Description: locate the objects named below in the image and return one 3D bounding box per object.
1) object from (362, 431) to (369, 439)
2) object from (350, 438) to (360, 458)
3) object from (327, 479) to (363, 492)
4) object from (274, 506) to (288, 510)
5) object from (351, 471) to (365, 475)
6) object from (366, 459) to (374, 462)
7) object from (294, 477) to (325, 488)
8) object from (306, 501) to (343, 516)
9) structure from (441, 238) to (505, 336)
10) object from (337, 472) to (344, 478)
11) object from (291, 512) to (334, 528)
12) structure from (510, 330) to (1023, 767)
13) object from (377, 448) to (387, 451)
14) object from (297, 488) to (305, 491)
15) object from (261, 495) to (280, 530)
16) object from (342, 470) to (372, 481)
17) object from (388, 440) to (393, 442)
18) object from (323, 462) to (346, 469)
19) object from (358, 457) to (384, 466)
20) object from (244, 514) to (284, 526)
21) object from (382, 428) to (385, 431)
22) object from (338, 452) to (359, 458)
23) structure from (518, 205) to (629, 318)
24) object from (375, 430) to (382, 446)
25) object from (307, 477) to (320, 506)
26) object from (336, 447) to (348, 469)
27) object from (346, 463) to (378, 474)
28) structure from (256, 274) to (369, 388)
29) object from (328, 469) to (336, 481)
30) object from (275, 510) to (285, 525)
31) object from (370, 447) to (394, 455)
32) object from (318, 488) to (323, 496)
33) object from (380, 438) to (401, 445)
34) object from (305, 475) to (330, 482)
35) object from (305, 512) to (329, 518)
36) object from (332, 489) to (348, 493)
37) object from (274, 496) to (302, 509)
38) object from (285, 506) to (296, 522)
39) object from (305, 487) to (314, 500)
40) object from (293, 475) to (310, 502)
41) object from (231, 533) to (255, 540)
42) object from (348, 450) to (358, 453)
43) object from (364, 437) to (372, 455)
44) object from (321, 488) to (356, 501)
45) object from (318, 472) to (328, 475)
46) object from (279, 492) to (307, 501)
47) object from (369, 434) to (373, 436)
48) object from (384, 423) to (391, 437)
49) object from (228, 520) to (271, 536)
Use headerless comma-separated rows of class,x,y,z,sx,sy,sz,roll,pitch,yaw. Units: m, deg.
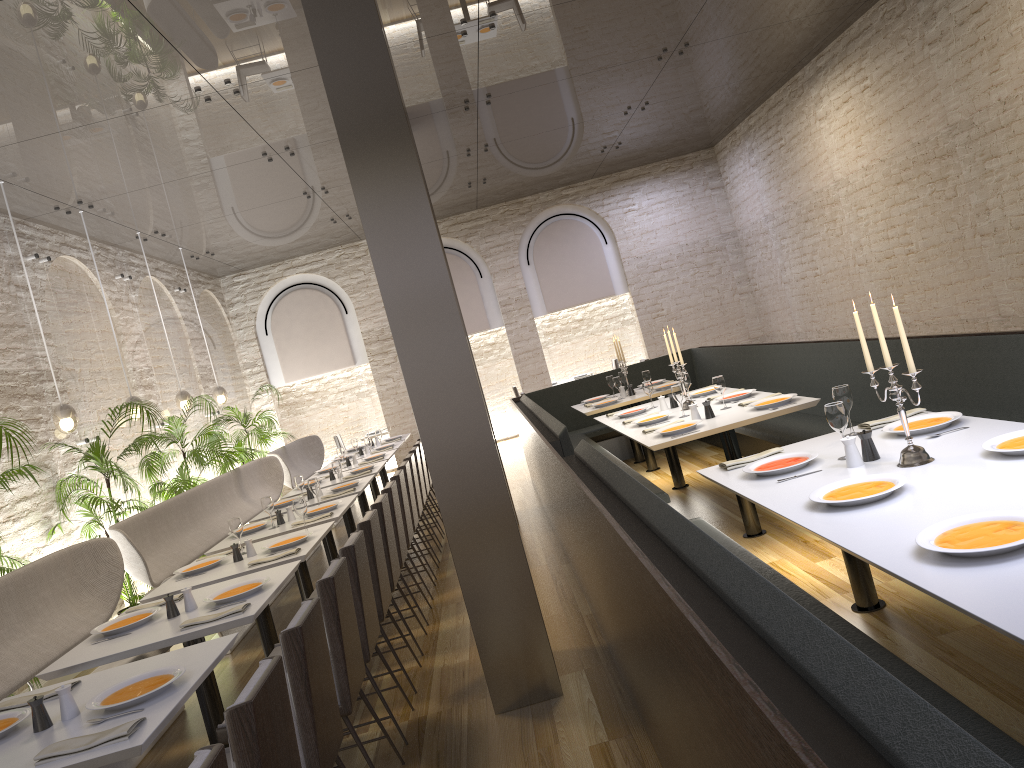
object,-1.963,0.750,11.998,0.086,0.231,0.086,-15,0,28
object,-1.917,0.783,10.872,0.086,0.231,0.086,-15,0,28
object,-1.447,0.889,7.676,0.323,0.036,0.320,-16,2,-24
object,-1.959,1.048,7.472,0.185,0.010,0.017,-15,2,-2
object,-1.490,0.869,8.663,0.181,0.015,0.038,-15,2,-1
object,-1.536,0.835,9.781,0.181,0.015,0.038,-15,2,-1
object,-2.013,0.996,8.826,0.323,0.036,0.320,-16,2,-24
object,-1.399,0.924,6.516,0.323,0.036,0.320,-16,2,-20
structure,-1.127,-1.539,14.421,1.634,1.675,0.098,-15,0,-2
object,-1.719,0.876,8.817,0.059,0.109,0.059,-15,0,-11
object,-1.384,0.942,6.157,0.273,0.033,0.142,-15,2,-2
structure,1.460,0.489,5.090,2.372,1.000,10.749,-15,2,-2
object,-1.581,0.802,10.883,0.181,0.015,0.038,-15,2,-1
object,-2.007,1.013,8.642,0.185,0.010,0.017,-15,2,-2
object,-1.731,0.919,6.336,0.087,0.231,0.085,-15,0,-44
object,-1.480,0.872,8.487,0.273,0.033,0.142,-15,2,-2
object,-1.628,0.768,12.022,0.181,0.015,0.038,-15,2,-1
object,-2.054,0.955,10.285,0.273,0.033,0.142,-15,2,-2
object,-1.525,0.839,9.605,0.273,0.033,0.142,-15,2,-2
object,-1.912,1.058,6.837,0.273,0.033,0.142,-15,2,-2
object,-2.328,0.819,15.392,0.273,0.033,0.142,-15,2,-2
object,-2.099,0.922,11.388,0.273,0.033,0.142,-15,2,-2
structure,0.917,-2.099,14.512,1.634,1.675,0.098,-15,0,-2
object,-1.690,0.702,11.336,0.086,0.231,0.086,-15,0,28
object,-1.504,0.838,6.800,0.086,0.231,0.086,-15,0,4
object,-1.872,0.816,9.775,0.086,0.231,0.086,-15,0,28
object,-1.495,0.854,8.847,0.323,0.036,0.320,-16,2,-24
structure,-3.306,-0.941,14.325,1.634,1.675,0.098,-15,0,-2
object,-1.785,0.896,8.768,0.059,0.109,0.059,-15,0,-11
object,-1.690,0.966,6.438,0.059,0.109,0.059,-15,0,-11
object,-1.571,0.806,10.707,0.273,0.033,0.142,-15,2,-2
object,-1.671,0.911,7.647,0.059,0.109,0.059,-15,0,-11
object,-1.617,0.772,11.846,0.273,0.033,0.142,-15,2,-2
object,-2.008,0.988,9.168,0.273,0.033,0.142,-15,2,-2
object,-1.394,0.938,6.333,0.181,0.015,0.038,-15,2,-1
object,-1.442,0.904,7.493,0.181,0.015,0.038,-15,2,-1
object,-1.965,1.031,7.656,0.323,0.036,0.320,-16,2,-24
object,-1.624,0.946,6.486,0.059,0.109,0.059,-15,0,-11
object,-1.737,0.931,7.598,0.059,0.109,0.059,-15,0,-11
object,-1.778,0.885,7.471,0.086,0.231,0.086,-15,0,40
object,-1.911,1.083,6.311,0.185,0.010,0.017,-15,2,-2
object,-2.145,0.912,12.001,0.185,0.010,0.017,-15,2,-2
object,-1.645,0.735,10.239,0.086,0.231,0.086,-15,0,28
object,-1.432,0.907,7.317,0.273,0.033,0.142,-15,2,-2
object,-2.053,0.979,9.759,0.185,0.010,0.017,-15,2,-2
object,-1.960,1.023,7.998,0.273,0.033,0.142,-15,2,-2
object,-2.327,0.844,14.866,0.185,0.010,0.017,-15,2,-2
object,-1.736,0.669,12.462,0.086,0.231,0.086,-15,0,28
object,-1.918,1.066,6.495,0.323,0.036,0.320,-16,2,-20
